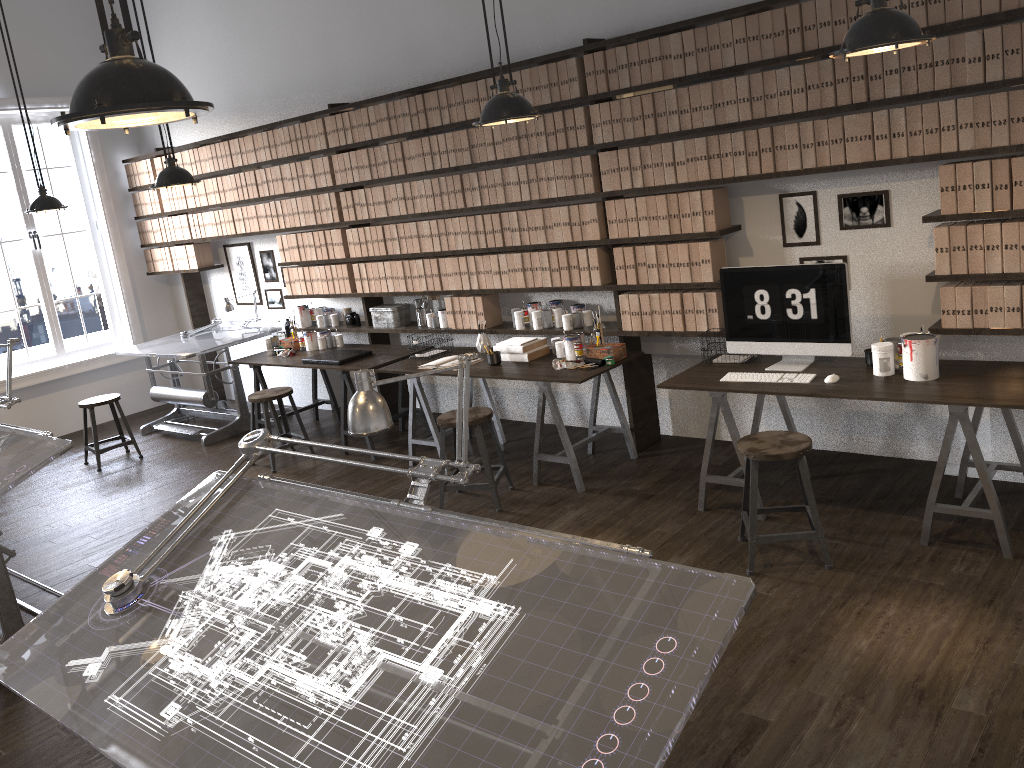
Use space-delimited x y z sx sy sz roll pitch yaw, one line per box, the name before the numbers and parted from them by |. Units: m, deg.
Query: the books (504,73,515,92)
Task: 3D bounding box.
books | 0.041 -1.794 5.444 0.067 0.223 0.176 1 15 41

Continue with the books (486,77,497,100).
books | -0.066 -1.800 5.534 0.067 0.223 0.176 1 15 41

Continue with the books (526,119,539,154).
books | 0.176 -1.521 5.414 0.067 0.223 0.176 1 15 41

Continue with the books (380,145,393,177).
books | -0.829 -1.582 6.270 0.067 0.223 0.176 1 15 41

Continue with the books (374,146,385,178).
books | -0.880 -1.586 6.319 0.067 0.223 0.176 1 15 41

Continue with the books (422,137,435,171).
books | -0.511 -1.562 5.995 0.067 0.223 0.176 1 15 41

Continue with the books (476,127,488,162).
books | -0.136 -1.540 5.681 0.067 0.223 0.176 1 15 41

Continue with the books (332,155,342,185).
books | -1.245 -1.609 6.633 0.067 0.223 0.176 1 15 41

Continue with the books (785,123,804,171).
books | 1.434 -1.186 4.410 0.067 0.223 0.176 1 15 41

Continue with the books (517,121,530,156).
books | 0.122 -1.525 5.460 0.067 0.223 0.176 1 15 41

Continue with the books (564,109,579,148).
books | 0.398 -1.508 5.225 0.067 0.223 0.176 1 15 41

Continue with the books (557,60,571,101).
books | 0.354 -1.775 5.178 0.067 0.223 0.176 1 15 41

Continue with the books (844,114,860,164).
books | 1.655 -1.173 4.226 0.067 0.223 0.176 1 15 41

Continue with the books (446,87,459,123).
books | -0.331 -1.818 5.766 0.067 0.223 0.176 1 15 41

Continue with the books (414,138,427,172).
books | -0.566 -1.565 6.042 0.067 0.224 0.176 1 15 41

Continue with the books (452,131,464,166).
books | -0.293 -1.550 5.815 0.067 0.223 0.176 1 15 41

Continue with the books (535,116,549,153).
books | 0.227 -1.517 5.365 0.067 0.223 0.176 1 15 41

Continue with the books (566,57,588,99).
books | 0.405 -1.771 5.129 0.067 0.223 0.176 1 15 41

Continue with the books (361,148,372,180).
books | -0.989 -1.591 6.405 0.067 0.224 0.176 1 15 41

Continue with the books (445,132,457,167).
books | -0.342 -1.552 5.854 0.067 0.223 0.176 1 15 41

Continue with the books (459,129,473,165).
books | -0.245 -1.545 5.768 0.067 0.224 0.176 1 15 41

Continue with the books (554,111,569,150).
books | 0.338 -1.510 5.269 0.067 0.224 0.176 1 15 41

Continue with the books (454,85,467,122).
books | -0.279 -1.814 5.719 0.067 0.223 0.176 1 15 41

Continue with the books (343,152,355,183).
books | -1.142 -1.601 6.537 0.067 0.224 0.176 1 15 41

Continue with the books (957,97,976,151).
books | 2.026 -1.150 3.907 0.067 0.223 0.176 1 15 41

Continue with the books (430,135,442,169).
books | -0.453 -1.559 5.950 0.067 0.223 0.176 1 15 41

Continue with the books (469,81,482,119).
books | -0.178 -1.806 5.625 0.067 0.224 0.176 1 15 41

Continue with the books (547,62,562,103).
books | 0.300 -1.778 5.224 0.067 0.223 0.176 1 15 41

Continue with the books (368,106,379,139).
books | -0.916 -1.852 6.262 0.067 0.223 0.176 1 15 41

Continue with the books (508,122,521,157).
books | 0.067 -1.526 5.500 0.067 0.224 0.176 1 15 41

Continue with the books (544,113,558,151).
books | 0.284 -1.515 5.322 0.067 0.223 0.176 1 15 41

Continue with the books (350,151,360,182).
books | -1.086 -1.598 6.492 0.067 0.223 0.176 1 15 41

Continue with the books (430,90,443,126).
books | -0.444 -1.822 5.853 0.067 0.223 0.176 1 15 41

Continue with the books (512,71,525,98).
books | 0.092 -1.790 5.396 0.067 0.224 0.176 1 15 41

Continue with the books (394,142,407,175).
books | -0.719 -1.575 6.175 0.067 0.224 0.176 1 15 41

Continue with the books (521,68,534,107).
books | 0.149 -1.787 5.350 0.067 0.223 0.176 1 15 41

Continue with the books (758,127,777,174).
books | 1.329 -1.192 4.502 0.067 0.224 0.176 1 15 41

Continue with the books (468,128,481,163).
books | -0.188 -1.544 5.728 0.067 0.223 0.176 1 15 41

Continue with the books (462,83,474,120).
books | -0.223 -1.810 5.670 0.067 0.223 0.176 1 15 41

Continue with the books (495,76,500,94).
books | -0.010 -1.798 5.491 0.067 0.223 0.176 1 15 41

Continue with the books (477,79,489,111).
books | -0.123 -1.803 5.578 0.067 0.223 0.176 1 15 41

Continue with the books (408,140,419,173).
books | -0.611 -1.569 6.086 0.067 0.223 0.176 1 15 41

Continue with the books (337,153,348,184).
books | -1.193 -1.605 6.586 0.067 0.223 0.176 1 15 41

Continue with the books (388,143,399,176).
books | -0.772 -1.580 6.228 0.067 0.223 0.176 1 15 41

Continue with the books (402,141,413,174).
books | -0.659 -1.573 6.130 0.067 0.223 0.176 1 15 41

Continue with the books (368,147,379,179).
books | -0.934 -1.590 6.366 0.067 0.223 0.176 1 15 41

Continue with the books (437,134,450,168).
books | -0.398 -1.555 5.900 0.067 0.224 0.176 1 15 41

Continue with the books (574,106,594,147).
books | 0.454 -1.504 5.174 0.067 0.223 0.176 1 15 41

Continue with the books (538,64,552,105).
books | 0.245 -1.780 5.263 0.067 0.224 0.176 1 15 41

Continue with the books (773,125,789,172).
books | 1.389 -1.190 4.457 0.067 0.223 0.176 1 15 41

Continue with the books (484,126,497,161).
books | -0.085 -1.536 5.632 0.067 0.224 0.176 1 15 41

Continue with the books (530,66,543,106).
books | 0.197 -1.784 5.310 0.067 0.223 0.176 1 15 41

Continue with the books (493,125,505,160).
books | -0.029 -1.533 5.586 0.067 0.223 0.176 1 15 41

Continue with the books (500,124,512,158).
books | 0.020 -1.531 5.547 0.067 0.223 0.176 1 15 41

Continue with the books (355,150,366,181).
books | -1.037 -1.596 6.452 0.067 0.223 0.176 1 15 41
